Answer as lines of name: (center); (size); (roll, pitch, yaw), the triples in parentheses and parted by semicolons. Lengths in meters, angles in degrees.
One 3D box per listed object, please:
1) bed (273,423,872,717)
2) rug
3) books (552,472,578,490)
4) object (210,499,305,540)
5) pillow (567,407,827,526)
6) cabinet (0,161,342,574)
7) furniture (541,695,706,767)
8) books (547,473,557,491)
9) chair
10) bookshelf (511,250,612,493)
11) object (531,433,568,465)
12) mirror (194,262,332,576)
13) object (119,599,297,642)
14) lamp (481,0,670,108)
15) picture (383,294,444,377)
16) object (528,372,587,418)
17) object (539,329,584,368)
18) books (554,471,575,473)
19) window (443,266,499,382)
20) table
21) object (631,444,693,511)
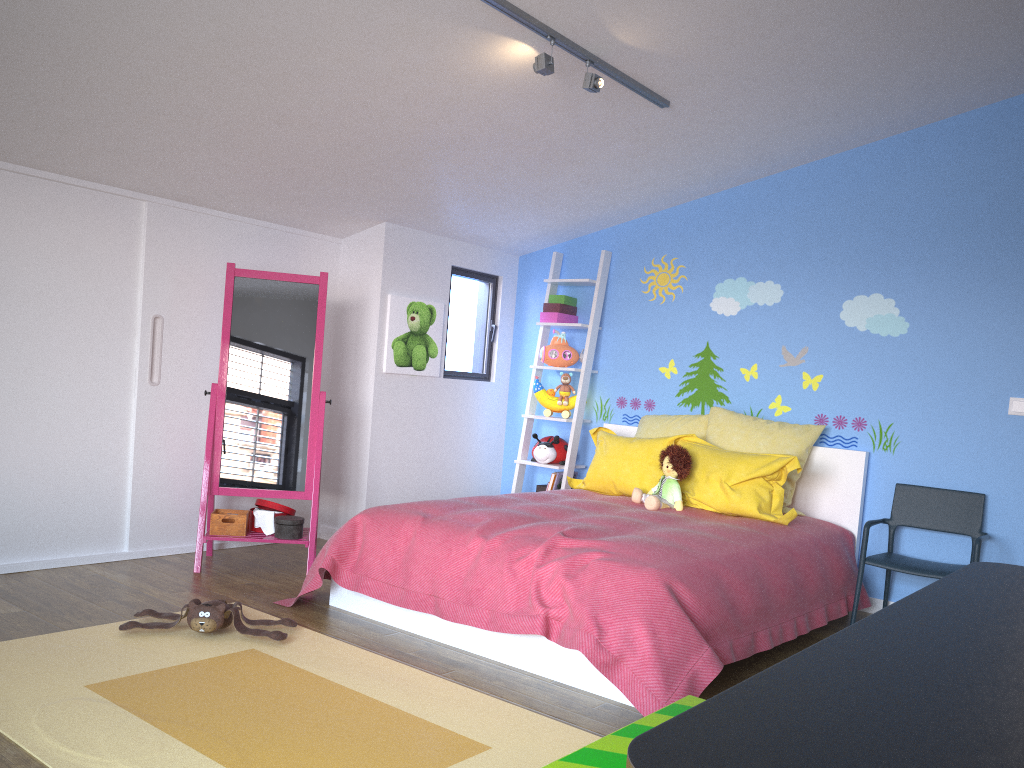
bed: (0.443, 0.641, 4.031); (1.920, 0.813, 2.319); (5, 1, 38)
rug: (-0.668, 0.956, 2.546); (2.194, 0.006, 1.201); (5, 0, 38)
books: (2.571, 4.077, 6.122); (5.396, 6.728, 0.359); (4, 3, -11)
object: (-1.253, 0.659, 4.441); (0.445, 0.159, 0.367); (5, 1, -6)
pillow: (0.939, 0.376, 4.640); (1.341, 0.533, 0.680); (5, 1, 40)
cabinet: (-2.386, -0.069, 3.561); (0.052, 1.768, 4.236); (7, 2, 38)
furniture: (0.274, 0.829, 1.328); (0.480, 0.420, 0.813); (6, 1, 38)
books: (0.274, 0.657, 5.352); (0.079, 0.249, 0.197); (7, 3, 38)
chair: (1.909, 0.825, 4.093); (0.511, 0.676, 0.417); (6, 3, 35)
bookshelf: (0.273, 0.096, 5.444); (0.390, 1.856, 0.381); (7, 4, 38)
object: (0.227, 0.396, 5.437); (0.322, 0.184, 0.252); (4, 2, -45)
mirror: (-1.209, 0.167, 4.382); (0.611, 1.493, 0.415); (4, 3, -11)
object: (-1.110, 0.842, 3.332); (0.605, 0.112, 0.398); (5, 0, -2)
lamp: (0.285, -1.167, 3.310); (0.123, 0.144, 1.206); (6, 1, 42)
picture: (-0.571, -0.274, 5.179); (0.026, 0.444, 0.451); (7, 3, 38)
object: (0.270, 0.065, 5.393); (0.371, 0.282, 0.154); (5, 3, 11)
object: (0.321, -0.216, 5.438); (0.295, 0.234, 0.157); (5, 2, 9)
books: (0.284, 0.655, 5.396); (0.077, 0.254, 0.209); (7, 3, 38)
window: (-0.315, -0.395, 5.651); (0.208, 0.749, 0.586); (7, 3, 38)
table: (0.753, 0.703, 0.923); (0.805, 0.760, 1.336); (6, 2, 38)
object: (0.737, 0.456, 4.291); (0.251, 0.343, 0.285); (4, 2, -17)
